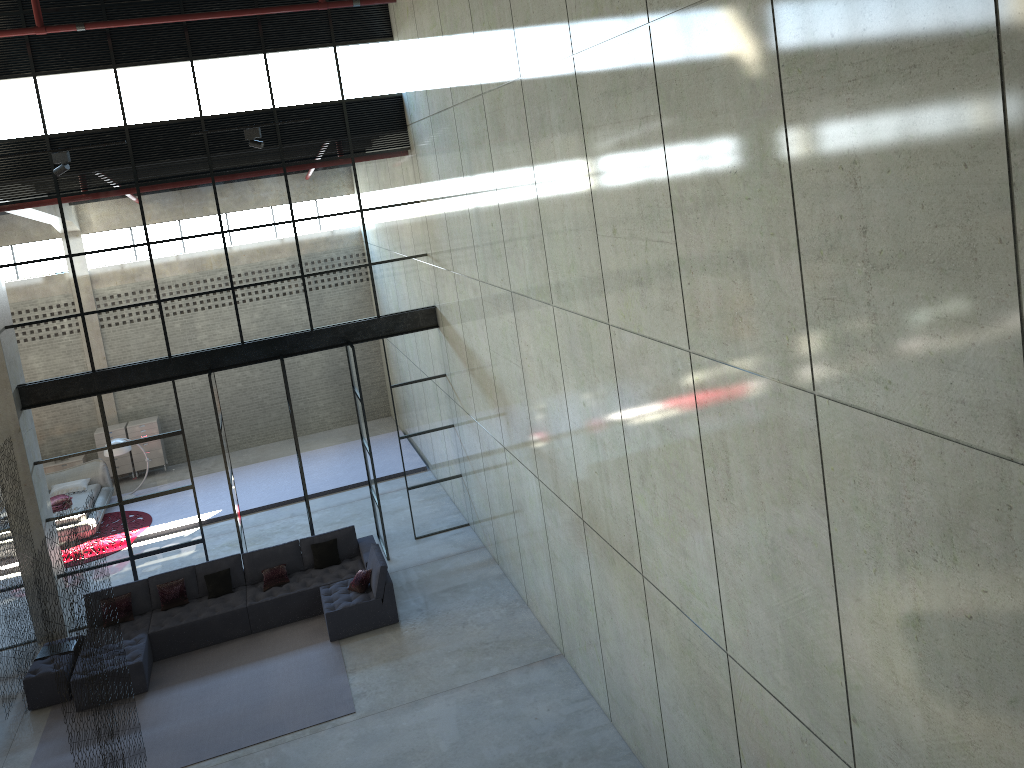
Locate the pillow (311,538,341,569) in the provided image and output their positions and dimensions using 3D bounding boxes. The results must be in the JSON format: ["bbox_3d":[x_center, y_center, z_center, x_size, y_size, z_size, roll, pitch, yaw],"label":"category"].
[{"bbox_3d":[-2.811,2.574,13.246,0.404,0.376,0.200,-11,9,-16],"label":"pillow"}]

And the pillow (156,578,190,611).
[{"bbox_3d":[-4.877,3.028,12.617,0.409,0.371,0.194,-11,9,-16],"label":"pillow"}]

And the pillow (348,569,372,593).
[{"bbox_3d":[-2.119,2.737,12.357,0.345,0.283,0.345,-18,15,-41],"label":"pillow"}]

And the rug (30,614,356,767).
[{"bbox_3d":[-3.925,3.937,10.946,3.654,0.019,2.692,-12,15,-16],"label":"rug"}]

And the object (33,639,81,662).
[{"bbox_3d":[-6.122,3.614,11.818,0.520,0.098,0.306,-11,14,-11],"label":"object"}]

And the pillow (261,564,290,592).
[{"bbox_3d":[-3.489,2.847,12.934,0.386,0.227,0.331,-12,12,-16],"label":"pillow"}]

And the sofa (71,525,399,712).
[{"bbox_3d":[-3.834,3.126,12.323,4.179,0.855,1.855,-12,14,-16],"label":"sofa"}]

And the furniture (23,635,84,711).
[{"bbox_3d":[-6.065,3.822,11.701,0.511,0.446,0.978,-10,13,-11],"label":"furniture"}]

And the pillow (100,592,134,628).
[{"bbox_3d":[-5.577,3.198,12.396,0.416,0.339,0.239,-11,9,-15],"label":"pillow"}]

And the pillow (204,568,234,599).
[{"bbox_3d":[-4.268,2.925,12.800,0.387,0.329,0.221,-12,10,-19],"label":"pillow"}]
